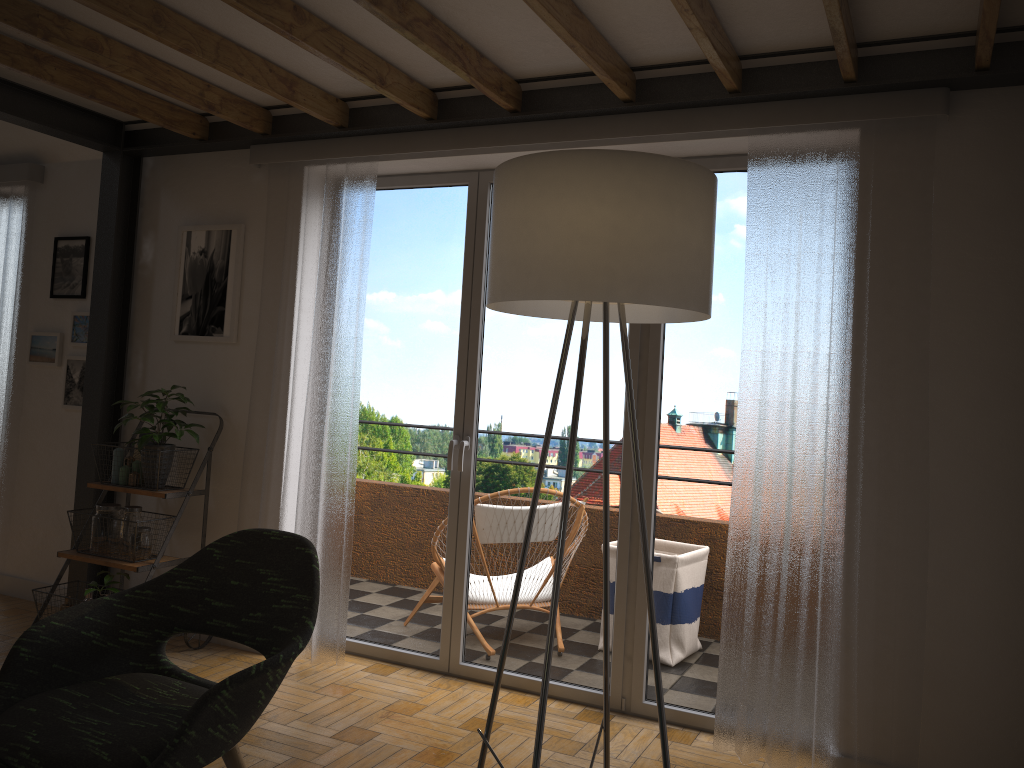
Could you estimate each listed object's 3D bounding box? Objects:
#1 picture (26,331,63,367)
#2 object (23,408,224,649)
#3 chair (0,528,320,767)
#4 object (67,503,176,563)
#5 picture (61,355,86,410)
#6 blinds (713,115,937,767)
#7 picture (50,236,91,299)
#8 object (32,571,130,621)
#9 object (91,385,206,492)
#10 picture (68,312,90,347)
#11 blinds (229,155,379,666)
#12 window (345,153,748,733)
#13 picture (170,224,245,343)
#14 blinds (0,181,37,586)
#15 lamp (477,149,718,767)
[{"bbox_3d":[-2.538,-0.190,4.811,0.251,0.184,0.023,3,-3,25],"label":"picture"},{"bbox_3d":[-1.744,0.657,4.019,0.579,1.080,0.630,2,-2,25],"label":"object"},{"bbox_3d":[-0.882,0.825,2.214,0.753,0.832,0.781,2,-2,32],"label":"chair"},{"bbox_3d":[-1.760,0.662,3.992,0.439,0.216,0.238,3,-1,25],"label":"object"},{"bbox_3d":[-2.297,-0.006,4.686,0.201,0.285,0.022,2,-3,25],"label":"picture"},{"bbox_3d":[1.071,0.167,3.030,0.667,2.291,0.123,2,-3,25],"label":"blinds"},{"bbox_3d":[-2.381,-0.627,4.772,0.261,0.337,0.021,2,-3,25],"label":"picture"},{"bbox_3d":[-1.843,0.944,3.837,0.439,0.291,0.276,3,-2,25],"label":"object"},{"bbox_3d":[-1.684,0.236,4.101,0.492,0.476,0.395,2,-2,37],"label":"object"},{"bbox_3d":[-2.241,-0.289,4.677,0.251,0.184,0.023,3,-3,25],"label":"picture"},{"bbox_3d":[-0.961,0.052,3.993,0.667,2.287,0.123,2,-3,26],"label":"blinds"},{"bbox_3d":[-3.993,-1.182,1.116,7.789,4.474,8.613,3,-1,25],"label":"window"},{"bbox_3d":[-1.496,-0.494,4.341,0.415,0.576,0.022,2,-3,25],"label":"picture"},{"bbox_3d":[-3.042,-0.062,4.953,0.750,2.293,0.187,2,-3,20],"label":"blinds"},{"bbox_3d":[-0.352,0.401,1.053,0.571,1.721,2.353,2,-2,34],"label":"lamp"}]
